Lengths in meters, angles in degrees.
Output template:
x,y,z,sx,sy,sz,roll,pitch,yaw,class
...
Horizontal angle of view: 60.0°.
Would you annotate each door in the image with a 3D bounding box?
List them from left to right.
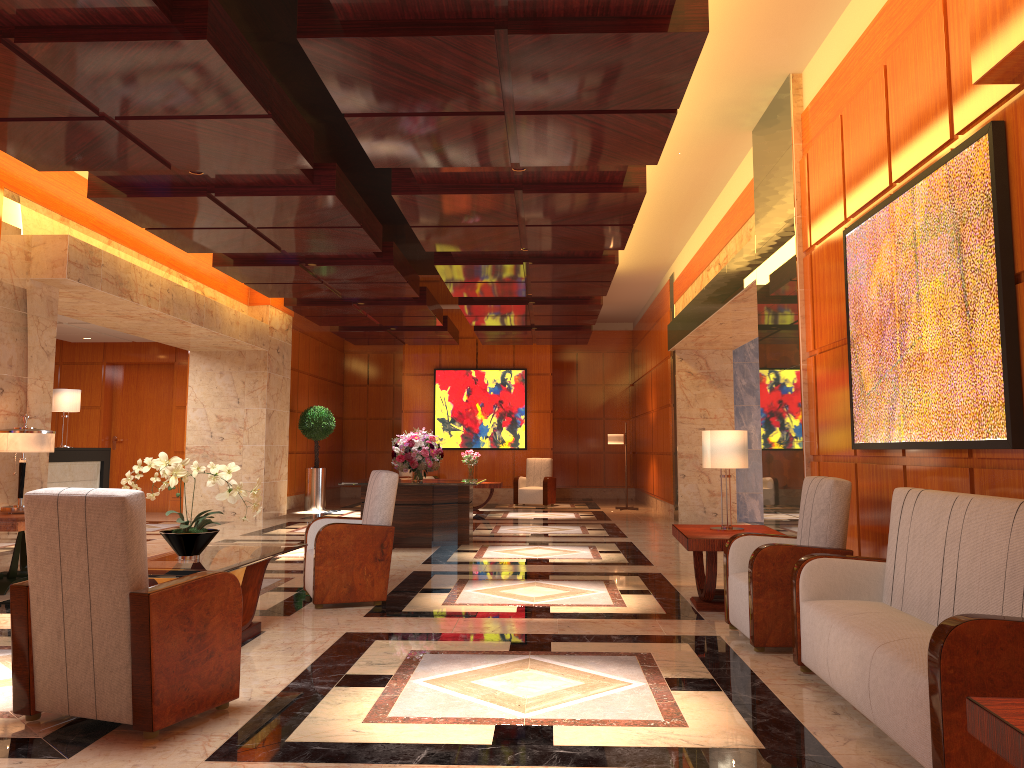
x,y,z,sx,sy,sz,roll,pitch,yaw,class
-6.690,0.958,15.977,1.286,2.708,0.339,0,-6,2,door

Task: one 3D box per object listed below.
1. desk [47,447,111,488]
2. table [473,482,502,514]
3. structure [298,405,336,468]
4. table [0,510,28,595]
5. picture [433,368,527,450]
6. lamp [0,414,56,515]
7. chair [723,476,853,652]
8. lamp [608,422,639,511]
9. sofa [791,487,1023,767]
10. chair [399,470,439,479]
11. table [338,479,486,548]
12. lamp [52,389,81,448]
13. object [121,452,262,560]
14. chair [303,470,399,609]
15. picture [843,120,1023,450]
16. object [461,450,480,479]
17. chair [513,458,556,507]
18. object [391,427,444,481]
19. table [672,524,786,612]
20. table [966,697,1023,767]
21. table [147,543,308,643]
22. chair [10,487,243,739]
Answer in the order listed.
x,y,z,sx,sy,sz,roll,pitch,yaw,class
-6.448,1.404,11.589,0.941,1.146,2.914,0,-5,2,desk
-0.774,2.064,16.097,1.167,0.536,0.722,0,-5,2,table
-3.683,1.246,16.671,0.721,1.720,0.719,2,-7,-20,structure
-4.066,1.365,7.303,0.725,0.609,1.265,0,-5,2,table
-0.679,0.536,18.948,1.996,1.744,0.056,0,-7,2,picture
-4.001,0.648,7.247,0.458,0.813,0.457,-1,-6,11,lamp
1.648,1.038,5.311,0.628,0.965,0.735,0,-6,1,chair
2.105,1.567,16.944,0.526,1.668,0.358,1,-6,-8,lamp
1.699,0.930,3.701,0.612,0.936,1.792,0,-5,3,sofa
-1.956,1.997,18.186,0.736,0.965,0.627,5,-7,-39,chair
-1.171,1.568,10.916,1.600,0.748,1.594,0,-5,2,table
-6.341,0.491,12.567,0.372,0.824,0.371,-3,-7,27,lamp
-1.868,0.707,5.181,0.788,0.620,0.416,2,-6,-20,object
-1.226,1.139,6.718,0.628,0.965,0.735,2,-6,-19,chair
2.198,-0.373,4.848,0.056,1.458,1.988,0,-5,2,picture
-0.757,1.501,16.191,0.350,0.598,0.325,-2,-6,22,object
0.477,1.995,18.096,0.737,0.965,0.626,-2,-6,21,chair
-1.169,0.866,10.977,0.650,0.661,0.677,1,-5,-7,object
1.590,1.345,6.467,0.725,0.536,1.163,0,-5,5,table
1.398,0.972,1.493,0.725,0.536,1.163,0,-5,5,table
-1.808,1.272,5.232,0.722,0.498,1.554,0,-5,5,table
-1.639,0.917,3.769,0.737,0.965,0.626,-2,-6,21,chair
